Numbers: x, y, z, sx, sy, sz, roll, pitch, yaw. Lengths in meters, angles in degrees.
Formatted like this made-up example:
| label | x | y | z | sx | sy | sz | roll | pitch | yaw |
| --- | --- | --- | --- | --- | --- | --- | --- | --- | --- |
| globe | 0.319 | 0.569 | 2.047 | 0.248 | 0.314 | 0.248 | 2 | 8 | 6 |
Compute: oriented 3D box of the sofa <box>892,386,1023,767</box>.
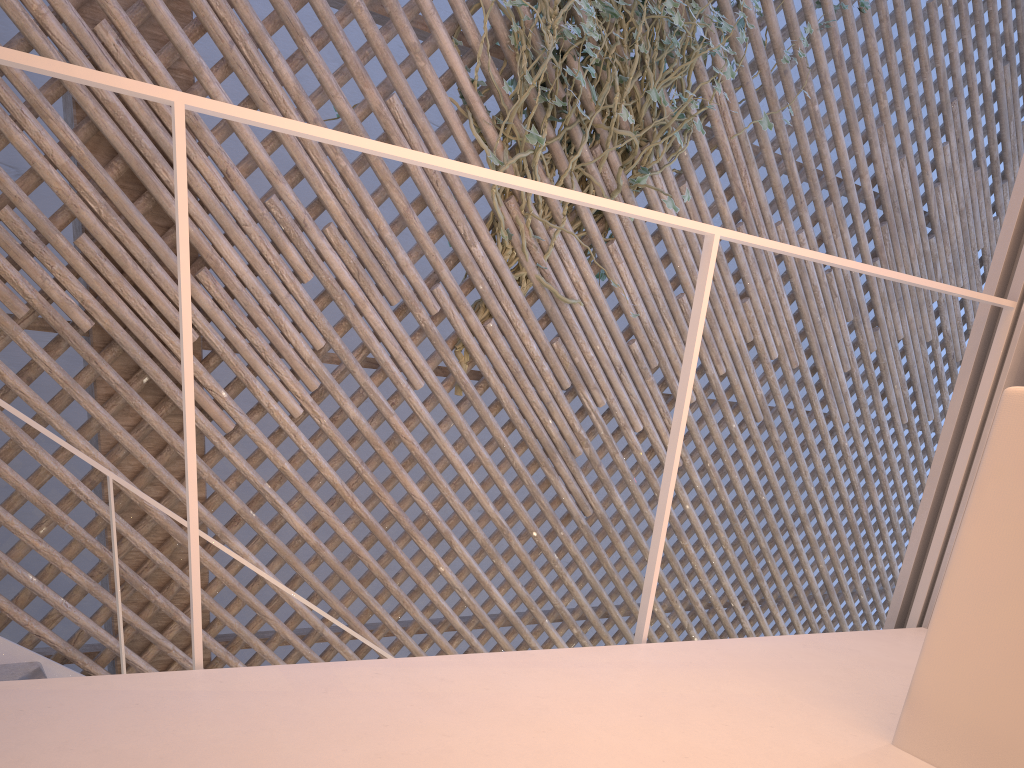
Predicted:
| label | x | y | z | sx | sy | sz | roll | pitch | yaw |
| --- | --- | --- | --- | --- | --- | --- | --- | --- | --- |
| sofa | 0.959 | 0.256 | 0.825 | 0.988 | 0.404 | 0.458 | 5 | 9 | -28 |

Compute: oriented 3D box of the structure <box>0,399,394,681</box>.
| label | x | y | z | sx | sy | sz | roll | pitch | yaw |
| --- | --- | --- | --- | --- | --- | --- | --- | --- | --- |
| structure | -0.584 | 0.746 | 1.696 | 1.952 | 2.140 | 1.078 | -1 | 17 | -33 |

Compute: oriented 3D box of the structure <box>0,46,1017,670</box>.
| label | x | y | z | sx | sy | sz | roll | pitch | yaw |
| --- | --- | --- | --- | --- | --- | --- | --- | --- | --- |
| structure | -0.049 | 0.087 | 0.893 | 1.709 | 0.614 | 0.025 | 5 | 18 | -28 |

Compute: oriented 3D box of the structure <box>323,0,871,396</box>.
| label | x | y | z | sx | sy | sz | roll | pitch | yaw |
| --- | --- | --- | --- | --- | --- | --- | --- | --- | --- |
| structure | 0.536 | -1.301 | 2.323 | 2.340 | 2.968 | 0.672 | -2 | 20 | -34 |
